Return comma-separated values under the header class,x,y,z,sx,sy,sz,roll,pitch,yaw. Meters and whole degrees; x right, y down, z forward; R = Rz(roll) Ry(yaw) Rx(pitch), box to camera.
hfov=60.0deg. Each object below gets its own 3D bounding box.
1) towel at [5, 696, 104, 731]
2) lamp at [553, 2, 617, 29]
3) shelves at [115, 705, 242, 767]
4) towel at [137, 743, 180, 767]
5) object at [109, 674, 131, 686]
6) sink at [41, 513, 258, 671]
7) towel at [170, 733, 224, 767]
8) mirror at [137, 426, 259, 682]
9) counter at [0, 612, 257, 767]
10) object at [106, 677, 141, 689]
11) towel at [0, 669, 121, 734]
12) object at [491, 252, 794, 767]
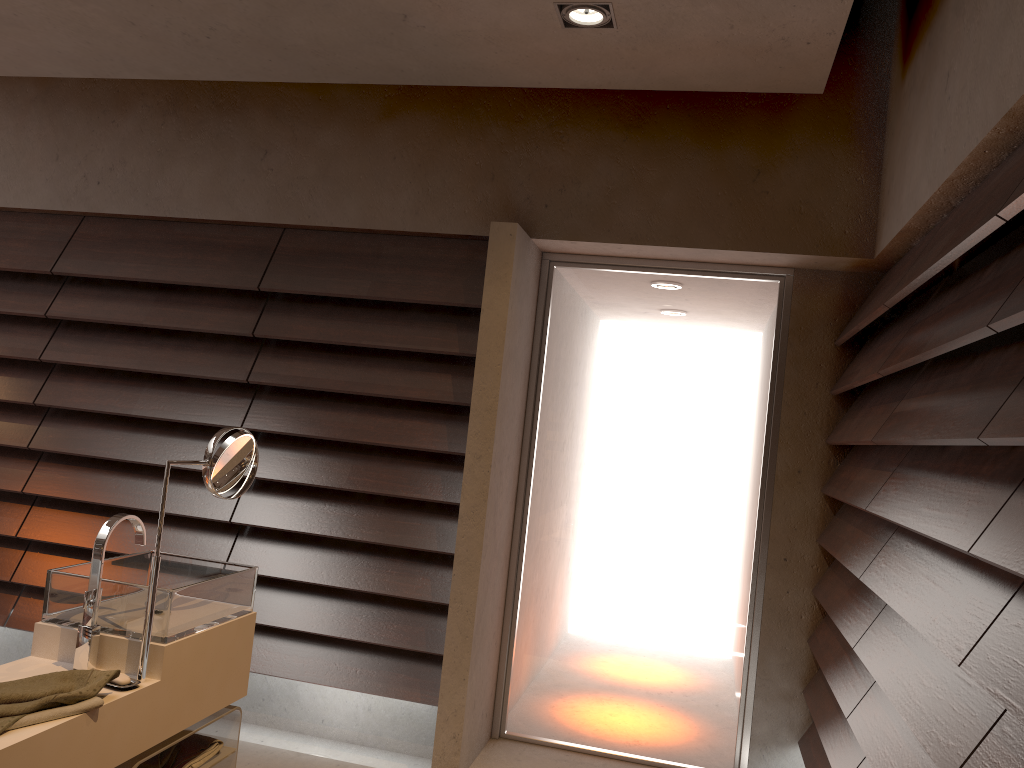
class,x,y,z,sx,sy,sz,roll,pitch,yaw
towel,-1.022,0.628,1.708,0.202,0.027,0.394,4,-3,33
lamp,0.221,-1.110,2.625,0.170,0.051,0.165,6,-3,13
shelves,-0.968,1.064,2.225,0.368,0.436,0.487,6,-3,13
towel,-0.954,0.937,2.257,0.192,0.062,0.192,7,-3,-9
object,-0.878,0.656,1.972,0.066,0.016,0.035,5,-3,24
sink,-0.918,0.497,2.250,0.340,0.357,0.486,6,-3,13
towel,-0.879,0.959,2.329,0.196,0.040,0.180,5,-3,26
mirror,-0.747,0.395,2.163,0.074,0.589,0.316,5,-3,15
counter,-1.225,0.857,1.046,0.350,0.686,2.931,6,-3,13
object,-0.879,0.663,1.971,0.108,0.011,0.065,5,-3,26
towel,-1.025,0.611,1.673,0.571,0.057,0.258,8,-3,-36
object,0.519,0.496,3.578,1.007,2.000,0.090,6,-3,13
